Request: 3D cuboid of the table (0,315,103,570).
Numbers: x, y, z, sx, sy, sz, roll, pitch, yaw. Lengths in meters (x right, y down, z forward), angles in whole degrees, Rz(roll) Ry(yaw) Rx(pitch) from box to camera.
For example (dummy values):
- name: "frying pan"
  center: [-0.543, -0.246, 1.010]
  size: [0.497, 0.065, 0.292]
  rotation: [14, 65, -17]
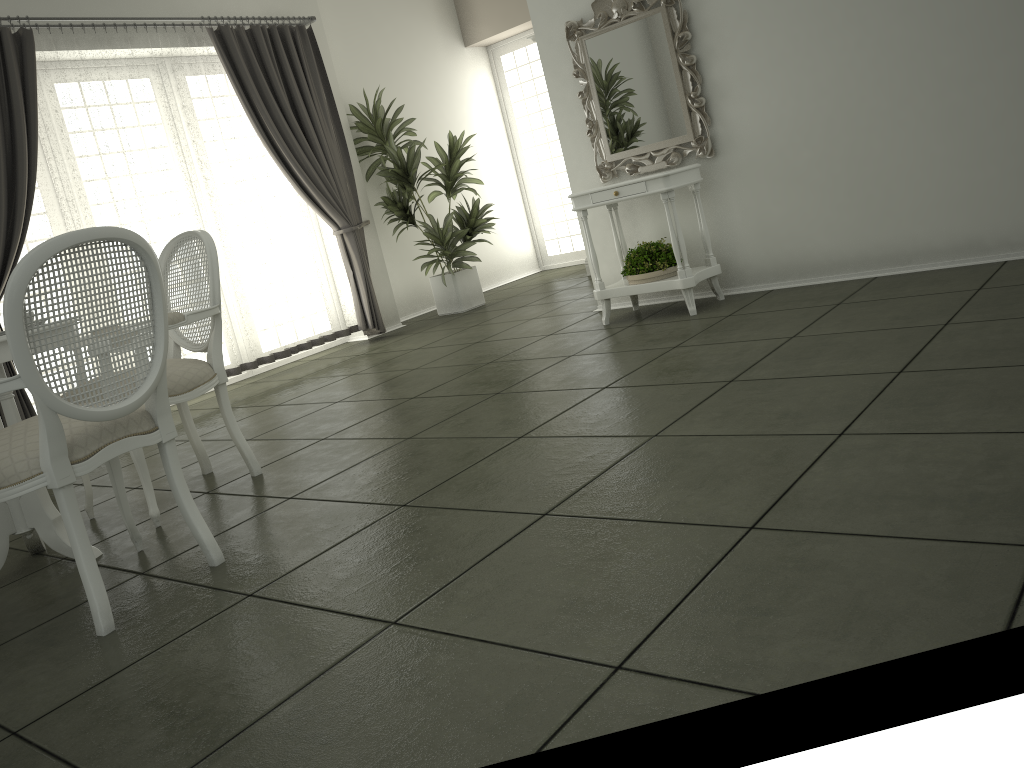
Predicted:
- name: "table"
  center: [-1.786, 0.254, 3.104]
  size: [0.736, 0.821, 0.754]
  rotation: [-7, 11, 38]

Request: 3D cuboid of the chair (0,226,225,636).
- name: "chair"
  center: [-1.284, 0.123, 2.583]
  size: [0.685, 1.052, 0.606]
  rotation: [-9, 9, 32]

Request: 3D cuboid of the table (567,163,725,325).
- name: "table"
  center: [0.795, -0.806, 5.178]
  size: [0.694, 0.797, 0.440]
  rotation: [-6, 11, 41]

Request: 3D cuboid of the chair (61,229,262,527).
- name: "chair"
  center: [-1.466, -0.055, 3.632]
  size: [0.591, 1.052, 0.702]
  rotation: [-7, 11, 42]

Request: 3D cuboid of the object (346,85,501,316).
- name: "object"
  center: [-0.704, -1.671, 7.840]
  size: [1.177, 2.074, 1.038]
  rotation: [-18, 9, -30]

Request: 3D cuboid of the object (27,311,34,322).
- name: "object"
  center: [-1.793, -0.238, 3.261]
  size: [0.063, 0.049, 0.078]
  rotation: [-17, 11, -15]

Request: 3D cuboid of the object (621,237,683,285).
- name: "object"
  center: [0.818, -0.738, 5.193]
  size: [0.344, 0.229, 0.381]
  rotation: [-6, 13, 36]

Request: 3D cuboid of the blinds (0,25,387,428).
- name: "blinds"
  center: [-2.430, -1.158, 6.183]
  size: [0.656, 2.573, 3.729]
  rotation: [-8, 11, 41]

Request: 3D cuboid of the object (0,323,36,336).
- name: "object"
  center: [-1.670, -0.181, 2.967]
  size: [0.118, 0.015, 0.121]
  rotation: [-7, 13, 31]

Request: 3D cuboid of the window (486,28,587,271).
- name: "window"
  center: [0.410, -2.477, 9.361]
  size: [0.994, 2.474, 0.059]
  rotation: [-7, 9, 41]

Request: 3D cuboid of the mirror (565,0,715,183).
- name: "mirror"
  center: [0.723, -1.865, 5.280]
  size: [0.833, 1.196, 0.083]
  rotation: [-7, 10, 41]

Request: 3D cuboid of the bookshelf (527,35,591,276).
- name: "bookshelf"
  center: [1.000, -2.230, 7.894]
  size: [1.143, 2.319, 0.636]
  rotation: [-7, 10, 41]

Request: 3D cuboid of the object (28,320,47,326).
- name: "object"
  center: [-1.785, -0.214, 3.257]
  size: [0.118, 0.015, 0.121]
  rotation: [-7, 13, 31]
